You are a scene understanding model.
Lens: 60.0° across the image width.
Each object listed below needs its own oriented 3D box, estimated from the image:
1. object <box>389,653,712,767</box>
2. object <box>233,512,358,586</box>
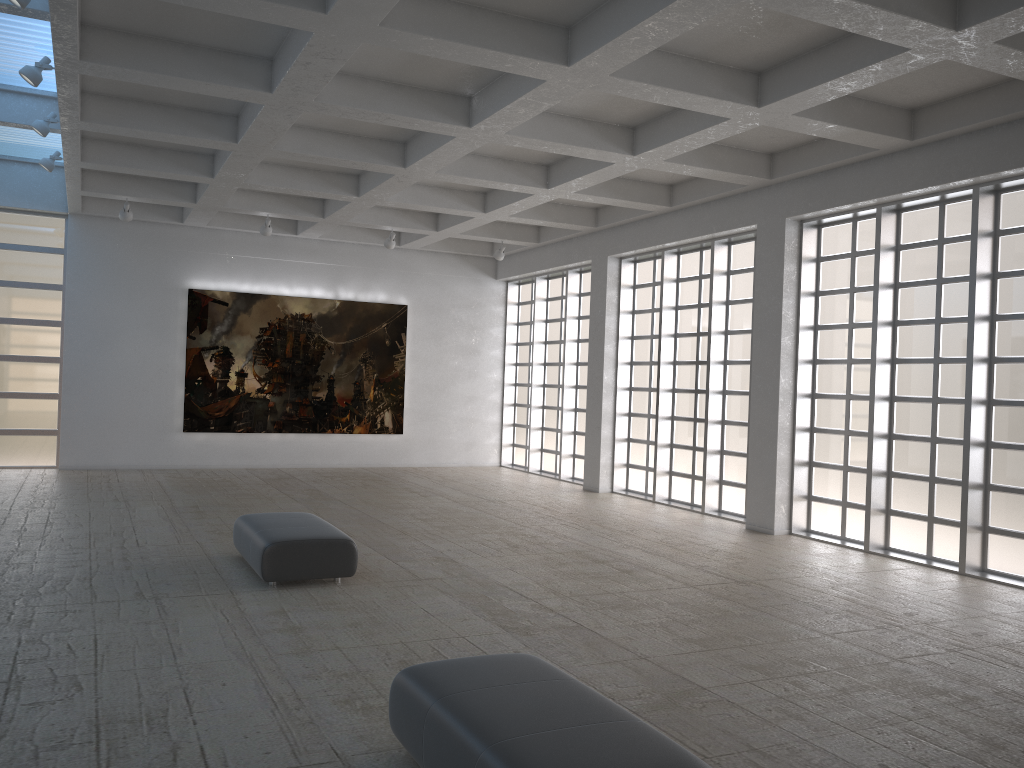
[{"bbox_3d":[0.209,3.032,7.254,1.616,0.828,3.044,2,0,-26],"label":"object"},{"bbox_3d":[-3.933,2.881,15.824,1.616,0.828,3.044,2,0,-26],"label":"object"}]
